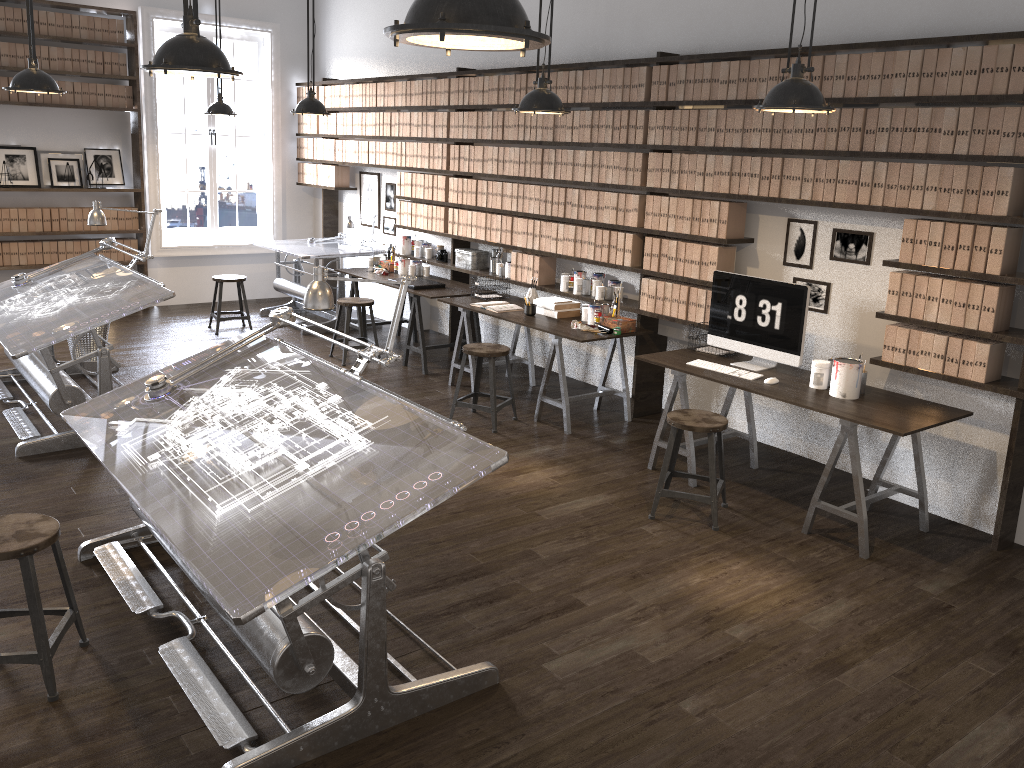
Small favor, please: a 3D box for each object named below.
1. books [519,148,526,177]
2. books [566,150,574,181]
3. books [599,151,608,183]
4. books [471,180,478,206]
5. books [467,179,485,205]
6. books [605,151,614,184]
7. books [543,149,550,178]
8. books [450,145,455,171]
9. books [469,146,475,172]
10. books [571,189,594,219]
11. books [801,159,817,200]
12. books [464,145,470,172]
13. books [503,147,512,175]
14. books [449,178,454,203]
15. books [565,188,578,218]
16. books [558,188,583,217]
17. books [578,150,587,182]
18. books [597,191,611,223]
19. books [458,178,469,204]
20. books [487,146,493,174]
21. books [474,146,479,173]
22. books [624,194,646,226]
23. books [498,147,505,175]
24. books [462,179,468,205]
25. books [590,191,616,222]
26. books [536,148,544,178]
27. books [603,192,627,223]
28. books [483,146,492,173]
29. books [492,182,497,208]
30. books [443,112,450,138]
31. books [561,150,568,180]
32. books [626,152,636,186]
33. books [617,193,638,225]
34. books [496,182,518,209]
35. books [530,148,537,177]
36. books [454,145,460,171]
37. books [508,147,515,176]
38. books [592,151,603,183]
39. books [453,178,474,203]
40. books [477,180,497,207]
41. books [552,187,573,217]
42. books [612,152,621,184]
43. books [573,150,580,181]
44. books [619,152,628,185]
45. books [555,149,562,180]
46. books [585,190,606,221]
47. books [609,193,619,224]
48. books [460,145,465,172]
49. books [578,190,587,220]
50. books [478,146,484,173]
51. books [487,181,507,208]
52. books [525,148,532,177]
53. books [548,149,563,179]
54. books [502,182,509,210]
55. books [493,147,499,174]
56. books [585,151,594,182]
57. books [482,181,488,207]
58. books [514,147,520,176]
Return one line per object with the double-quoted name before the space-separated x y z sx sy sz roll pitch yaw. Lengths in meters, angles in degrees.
"books" 0.148 -1.727 6.919 0.175 0.223 0.067 -8 16 -37
"books" 0.489 -1.598 6.490 0.175 0.223 0.067 -8 16 -37
"books" 0.703 -1.520 6.231 0.175 0.223 0.067 -8 16 -37
"books" -0.251 -1.607 7.468 0.175 0.223 0.067 -8 16 -37
"books" -0.291 -1.625 7.529 0.175 0.223 0.067 -8 16 -37
"books" 0.742 -1.503 6.175 0.175 0.223 0.067 -8 16 -37
"books" 0.323 -1.664 6.709 0.175 0.223 0.067 -8 16 -37
"books" -0.447 -1.956 7.682 0.175 0.223 0.067 -8 16 -37
"books" -0.270 -1.889 7.458 0.175 0.223 0.067 -8 16 -37
"books" 0.525 -1.313 6.490 0.175 0.223 0.067 -8 16 -37
"books" 1.707 -1.143 4.955 0.175 0.223 0.067 -8 16 -37
"books" -0.317 -1.905 7.510 0.175 0.223 0.067 -8 16 -37
"books" 0.023 -1.778 7.089 0.175 0.223 0.067 -8 16 -37
"books" -0.461 -1.688 7.737 0.175 0.223 0.067 -8 16 -37
"books" 0.485 -1.330 6.548 0.175 0.223 0.067 -8 16 -37
"books" 0.435 -1.347 6.602 0.175 0.223 0.067 -8 16 -37
"books" 0.570 -1.568 6.392 0.175 0.223 0.067 -8 16 -37
"books" 0.695 -1.250 6.280 0.175 0.223 0.067 -8 16 -37
"books" -0.375 -1.654 7.624 0.175 0.223 0.067 -8 16 -37
"books" -0.109 -1.826 7.250 0.175 0.223 0.067 -8 16 -37
"books" -0.227 -1.872 7.403 0.175 0.223 0.067 -8 16 -37
"books" 0.861 -1.187 6.074 0.175 0.223 0.067 -8 16 -37
"books" -0.021 -1.794 7.141 0.175 0.223 0.067 -8 16 -37
"books" -0.333 -1.640 7.577 0.175 0.223 0.067 -8 16 -37
"books" 0.651 -1.264 6.328 0.175 0.223 0.067 -8 16 -37
"books" 0.273 -1.681 6.764 0.175 0.223 0.067 -8 16 -37
"books" 0.732 -1.235 6.230 0.175 0.223 0.067 -8 16 -37
"books" -0.146 -1.841 7.299 0.175 0.223 0.067 -8 16 -37
"books" -0.071 -1.541 7.250 0.175 0.223 0.067 -8 16 -37
"books" -0.510 -2.248 7.711 0.175 0.223 0.067 -8 16 -37
"books" 0.452 -1.614 6.545 0.175 0.223 0.067 -8 16 -37
"books" 0.866 -1.457 6.020 0.175 0.223 0.067 -8 16 -37
"books" 0.817 -1.203 6.126 0.175 0.223 0.067 -8 16 -37
"books" -0.035 -1.525 7.194 0.175 0.223 0.067 -8 16 -37
"books" 0.232 -1.698 6.824 0.175 0.223 0.067 -8 16 -37
"books" -0.406 -1.939 7.622 0.175 0.223 0.067 -8 16 -37
"books" 0.063 -1.761 7.033 0.175 0.223 0.067 -8 16 -37
"books" 0.659 -1.536 6.283 0.175 0.223 0.067 -8 16 -37
"books" -0.419 -1.671 7.679 0.175 0.223 0.067 -8 16 -37
"books" -0.201 -1.590 7.414 0.175 0.223 0.067 -8 16 -37
"books" 0.394 -1.364 6.663 0.175 0.223 0.067 -8 16 -37
"books" 0.784 -1.486 6.117 0.175 0.223 0.067 -8 16 -37
"books" 0.533 -1.583 6.441 0.175 0.223 0.067 -8 16 -37
"books" 0.824 -1.471 6.066 0.175 0.223 0.067 -8 16 -37
"books" 0.409 -1.631 6.600 0.175 0.223 0.067 -8 16 -37
"books" 0.614 -1.281 6.384 0.175 0.223 0.067 -8 16 -37
"books" 0.771 -1.219 6.178 0.175 0.223 0.067 -8 16 -37
"books" -0.356 -1.922 7.567 0.175 0.223 0.067 -8 16 -37
"books" 0.571 -1.297 6.438 0.175 0.223 0.067 -8 16 -37
"books" -0.191 -1.856 7.348 0.175 0.223 0.067 -8 16 -37
"books" -0.115 -1.557 7.304 0.175 0.223 0.067 -8 16 -37
"books" 0.190 -1.713 6.873 0.175 0.223 0.067 -8 16 -37
"books" 0.363 -1.647 6.652 0.175 0.223 0.067 -8 16 -37
"books" 0.009 -1.510 7.146 0.175 0.223 0.067 -8 16 -37
"books" -0.066 -1.810 7.193 0.175 0.223 0.067 -8 16 -37
"books" 0.613 -1.552 6.335 0.175 0.223 0.067 -8 16 -37
"books" -0.161 -1.573 7.356 0.175 0.223 0.067 -8 16 -37
"books" 0.104 -1.744 6.975 0.175 0.223 0.067 -8 16 -37
